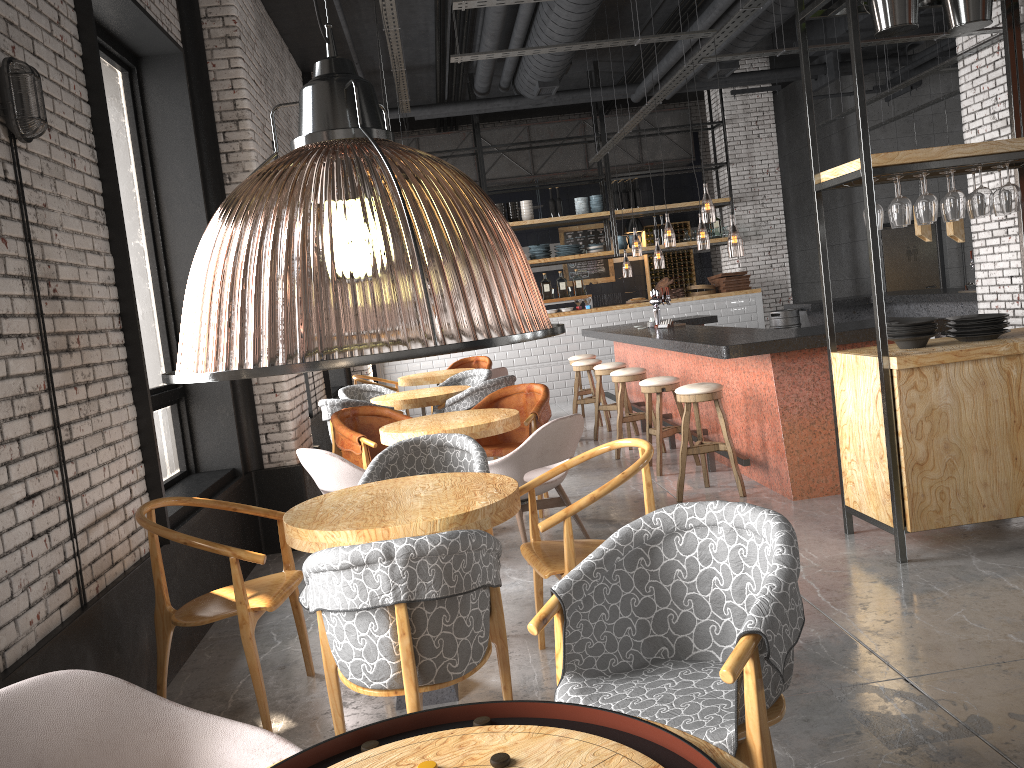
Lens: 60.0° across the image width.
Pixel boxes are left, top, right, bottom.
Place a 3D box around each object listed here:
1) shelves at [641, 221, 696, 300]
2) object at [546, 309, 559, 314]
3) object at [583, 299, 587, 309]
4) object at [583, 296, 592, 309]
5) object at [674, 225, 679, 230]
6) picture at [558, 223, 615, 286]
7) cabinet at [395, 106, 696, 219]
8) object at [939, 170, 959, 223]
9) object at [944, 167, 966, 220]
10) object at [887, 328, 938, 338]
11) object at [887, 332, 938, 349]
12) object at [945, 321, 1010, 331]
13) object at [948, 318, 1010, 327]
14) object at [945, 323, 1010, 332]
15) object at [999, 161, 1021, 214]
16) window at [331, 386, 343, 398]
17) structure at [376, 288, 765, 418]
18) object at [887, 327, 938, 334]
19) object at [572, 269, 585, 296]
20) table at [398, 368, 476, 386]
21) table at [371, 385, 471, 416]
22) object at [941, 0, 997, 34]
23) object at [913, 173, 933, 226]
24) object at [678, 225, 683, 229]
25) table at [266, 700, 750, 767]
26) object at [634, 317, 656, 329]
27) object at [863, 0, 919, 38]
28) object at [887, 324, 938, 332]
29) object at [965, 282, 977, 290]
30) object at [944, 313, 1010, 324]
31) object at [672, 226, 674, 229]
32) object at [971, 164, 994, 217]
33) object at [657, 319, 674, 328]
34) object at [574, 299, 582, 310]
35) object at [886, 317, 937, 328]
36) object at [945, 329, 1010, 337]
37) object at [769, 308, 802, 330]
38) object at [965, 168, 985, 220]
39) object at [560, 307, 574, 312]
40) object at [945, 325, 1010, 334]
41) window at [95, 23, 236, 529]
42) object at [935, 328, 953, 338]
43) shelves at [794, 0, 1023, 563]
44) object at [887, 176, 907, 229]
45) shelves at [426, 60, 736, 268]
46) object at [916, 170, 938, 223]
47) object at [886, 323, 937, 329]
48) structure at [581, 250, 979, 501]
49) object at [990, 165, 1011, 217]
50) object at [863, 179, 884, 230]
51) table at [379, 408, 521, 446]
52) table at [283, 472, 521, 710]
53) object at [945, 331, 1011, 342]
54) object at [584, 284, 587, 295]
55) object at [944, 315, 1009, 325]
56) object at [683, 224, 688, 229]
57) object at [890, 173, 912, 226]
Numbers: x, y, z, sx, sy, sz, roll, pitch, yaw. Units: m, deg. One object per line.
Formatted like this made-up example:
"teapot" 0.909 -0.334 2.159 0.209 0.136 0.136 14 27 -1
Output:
"shelves" 3.036 -1.974 16.921 0.889 2.145 0.251 -7 4 -4
"object" 0.582 -1.077 13.198 0.216 0.055 0.324 -7 5 -4
"object" 1.129 -1.207 13.306 0.122 0.165 0.112 -11 6 -40
"object" 1.128 -1.208 13.178 0.128 0.189 0.123 -6 4 5
"object" 3.112 -2.970 16.782 0.079 0.079 0.284 -7 5 -4
"picture" 1.435 -2.470 16.977 0.980 1.140 0.021 -7 4 -4
"cabinet" 0.342 -3.724 15.938 5.864 1.766 0.683 -7 4 -4
"object" 2.364 -1.012 4.792 0.101 0.267 0.101 -10 5 -41
"object" 2.242 -0.970 4.496 0.101 0.267 0.101 -10 5 -41
"object" 2.104 -0.247 4.670 0.257 0.075 0.257 -7 5 -4
"object" 2.107 -0.223 4.671 0.257 0.067 0.257 -8 5 -12
"object" 2.453 -0.299 4.675 0.305 0.042 0.306 -2 7 43
"object" 2.451 -0.314 4.675 0.306 0.037 0.306 -7 5 -3
"object" 2.453 -0.284 4.677 0.305 0.046 0.306 -2 7 43
"object" 2.534 -1.007 4.518 0.101 0.267 0.101 -10 5 -41
"window" -2.579 -1.162 11.208 0.365 2.693 1.537 -7 4 -4
"structure" 0.867 -0.459 13.803 5.801 1.344 1.513 -7 5 -4
"object" 2.103 -0.254 4.669 0.257 0.075 0.257 -5 5 21
"object" 1.003 -1.546 13.523 0.154 0.404 0.155 -7 4 -5
"table" -0.849 0.274 10.615 0.931 0.808 0.934 -3 6 38
"table" -0.789 0.484 8.213 0.931 0.808 0.934 -2 6 43
"object" 2.380 -2.156 4.664 0.468 0.558 0.416 -9 5 -27
"object" 2.218 -0.993 4.781 0.101 0.267 0.101 -10 5 -41
"object" 3.203 -2.984 16.823 0.079 0.079 0.284 -7 5 -4
"table" -0.045 0.950 1.166 0.931 0.972 0.934 -3 6 38
"object" 1.449 -0.697 10.089 0.200 0.106 0.767 -7 5 -4
"object" 1.949 -2.095 4.551 0.467 0.558 0.417 -4 5 36
"object" 2.102 -0.272 4.667 0.257 0.072 0.257 -10 6 -32
"object" 4.852 -1.025 9.282 0.091 0.091 0.177 -9 6 -29
"object" 2.449 -0.340 4.674 0.306 0.039 0.306 -9 5 -21
"object" 3.019 -2.958 16.771 0.079 0.079 0.284 -7 5 -4
"object" 2.388 -0.989 4.507 0.101 0.267 0.101 -10 5 -41
"object" 1.602 -0.634 9.274 0.091 0.091 0.177 -9 6 -29
"object" 0.994 -1.185 13.239 0.122 0.165 0.112 -4 5 30
"object" 2.099 -0.301 4.665 0.257 0.076 0.257 -4 6 33
"object" 2.457 -0.261 4.678 0.305 0.041 0.306 -6 5 13
"object" 3.522 -0.431 11.328 0.399 1.034 0.398 -4 5 31
"object" 2.510 -1.030 4.803 0.101 0.267 0.101 -10 5 -41
"object" 0.813 -1.107 13.199 0.216 0.060 0.324 -7 5 -4
"object" 2.455 -0.276 4.677 0.306 0.044 0.306 -7 5 -3
"window" -2.057 -0.648 4.838 0.365 2.693 1.537 -7 4 -4
"object" 3.138 0.090 6.073 0.399 1.034 0.398 -4 5 31
"shelves" 3.436 -1.828 4.676 3.660 5.012 0.691 -7 4 -4
"object" 2.073 -0.975 4.770 0.101 0.267 0.101 -10 5 -41
"shelves" 0.466 -3.369 13.668 5.678 3.062 0.598 -7 4 -4
"object" 2.096 -0.952 4.486 0.101 0.267 0.101 -10 5 -41
"object" 2.101 -0.276 4.668 0.257 0.072 0.257 -7 5 -4
"structure" 3.314 -0.408 8.875 4.311 1.531 5.884 -7 5 -4
"object" 2.656 -1.049 4.814 0.101 0.267 0.101 -5 5 27
"object" 1.936 -0.958 4.760 0.101 0.267 0.101 -10 5 -41
"table" -0.367 0.640 5.930 0.931 0.808 0.934 -2 6 43
"table" -0.389 0.856 3.567 0.931 0.808 0.934 -2 6 43
"object" 2.459 -0.250 4.679 0.305 0.034 0.306 -3 6 33
"object" 1.117 -1.432 13.455 0.034 0.163 0.061 -5 5 29
"object" 2.449 -0.325 4.675 0.305 0.048 0.306 -5 5 21
"object" 3.298 -2.995 16.815 0.079 0.079 0.284 -7 5 -4
"object" 1.959 -0.935 4.475 0.101 0.267 0.101 -10 5 -41
